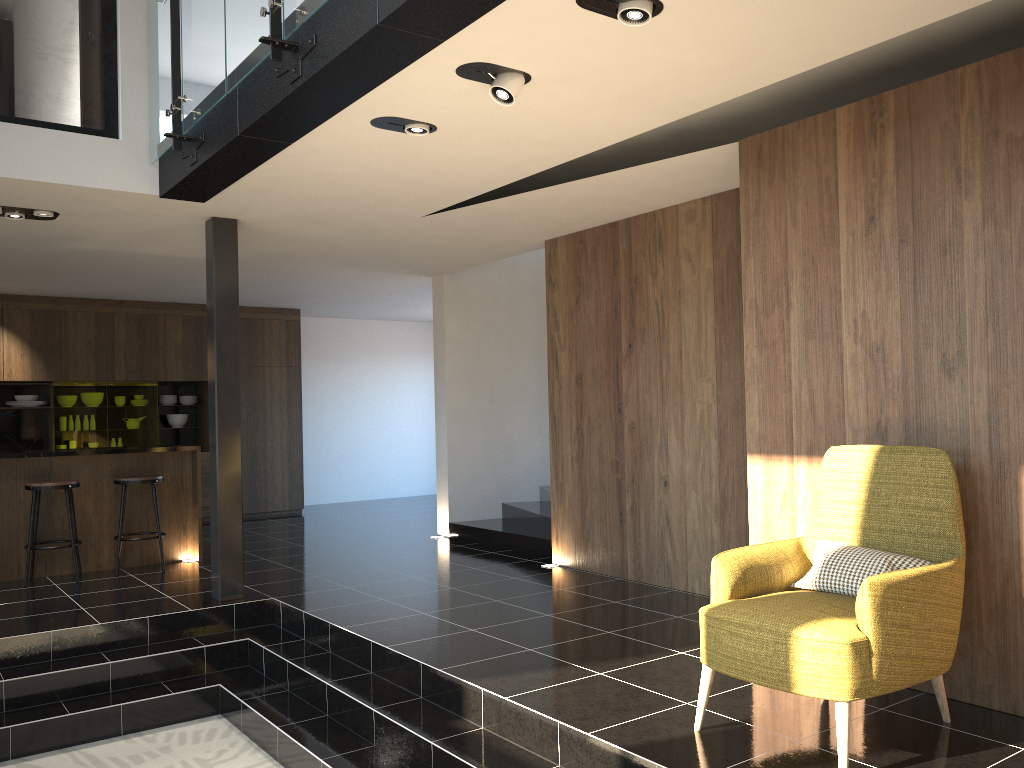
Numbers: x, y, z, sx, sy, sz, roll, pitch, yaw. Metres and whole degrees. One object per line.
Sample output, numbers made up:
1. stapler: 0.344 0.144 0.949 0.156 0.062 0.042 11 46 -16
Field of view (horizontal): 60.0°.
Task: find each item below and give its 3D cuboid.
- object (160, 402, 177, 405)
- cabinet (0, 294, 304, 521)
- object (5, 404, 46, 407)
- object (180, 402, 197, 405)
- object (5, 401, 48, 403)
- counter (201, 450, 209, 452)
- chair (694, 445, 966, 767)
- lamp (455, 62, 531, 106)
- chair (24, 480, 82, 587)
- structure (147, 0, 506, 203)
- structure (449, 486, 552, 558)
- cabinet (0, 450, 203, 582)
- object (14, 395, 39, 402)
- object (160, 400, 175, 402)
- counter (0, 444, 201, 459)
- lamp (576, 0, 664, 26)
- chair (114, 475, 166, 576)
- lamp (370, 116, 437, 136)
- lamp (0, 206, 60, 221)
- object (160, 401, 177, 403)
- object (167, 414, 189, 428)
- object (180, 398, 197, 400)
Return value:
1. object: -4.378 0.254 11.281 0.220 0.033 0.220 -1 -2 -26
2. cabinet: -5.817 0.373 10.049 6.892 2.689 0.869 0 -1 -36
3. object: -5.669 0.254 10.365 0.438 0.039 0.438 -1 -2 0
4. object: -4.172 0.254 11.430 0.220 0.033 0.220 -3 -2 38
5. object: -5.670 0.227 10.365 0.438 0.039 0.438 -1 -2 0
6. counter: -5.806 0.860 10.047 4.591 0.005 0.863 0 -2 -36
7. chair: 1.286 0.812 3.555 1.030 1.097 0.808 0 -2 -37
8. lamp: -0.076 -1.308 3.720 0.346 0.247 0.195 0 -2 -36
9. chair: -3.694 1.188 7.141 0.412 0.799 0.413 -1 -1 -27
10. structure: -1.001 -0.117 1.934 3.447 4.867 7.282 0 -2 -37
11. structure: 2.067 -0.058 6.954 1.964 3.017 6.664 0 -2 -36
12. cabinet: -4.423 1.105 7.167 3.564 0.994 0.698 0 -2 -36
13. object: -5.674 0.179 10.366 0.254 0.088 0.254 -1 -2 -10
14. object: -4.379 0.229 11.282 0.220 0.033 0.220 -1 -2 -26
15. counter: -4.437 0.587 7.174 3.573 0.041 0.698 0 -2 -36
16. lamp: 0.376 -1.373 3.093 0.346 0.177 0.195 0 -2 -36
17. chair: -3.158 1.187 7.527 0.412 0.799 0.413 -1 -1 -27
18. lamp: -0.531 -1.324 4.351 0.346 0.158 0.195 0 -2 -36
19. lamp: -3.338 -1.209 5.970 0.501 0.194 0.349 0 -2 -36
20. object: -4.379 0.241 11.282 0.220 0.033 0.220 -1 -2 -26
21. object: -4.281 0.475 11.356 0.264 0.170 0.264 -2 -2 29
22. object: -4.173 0.206 11.431 0.220 0.033 0.220 -3 -2 38
